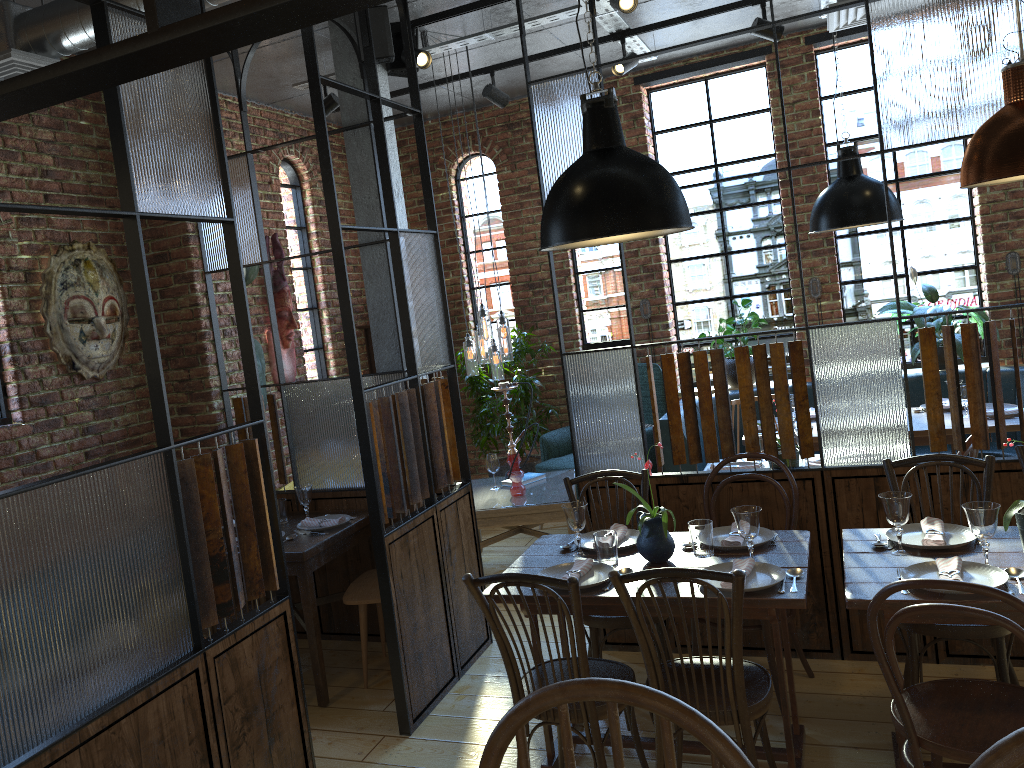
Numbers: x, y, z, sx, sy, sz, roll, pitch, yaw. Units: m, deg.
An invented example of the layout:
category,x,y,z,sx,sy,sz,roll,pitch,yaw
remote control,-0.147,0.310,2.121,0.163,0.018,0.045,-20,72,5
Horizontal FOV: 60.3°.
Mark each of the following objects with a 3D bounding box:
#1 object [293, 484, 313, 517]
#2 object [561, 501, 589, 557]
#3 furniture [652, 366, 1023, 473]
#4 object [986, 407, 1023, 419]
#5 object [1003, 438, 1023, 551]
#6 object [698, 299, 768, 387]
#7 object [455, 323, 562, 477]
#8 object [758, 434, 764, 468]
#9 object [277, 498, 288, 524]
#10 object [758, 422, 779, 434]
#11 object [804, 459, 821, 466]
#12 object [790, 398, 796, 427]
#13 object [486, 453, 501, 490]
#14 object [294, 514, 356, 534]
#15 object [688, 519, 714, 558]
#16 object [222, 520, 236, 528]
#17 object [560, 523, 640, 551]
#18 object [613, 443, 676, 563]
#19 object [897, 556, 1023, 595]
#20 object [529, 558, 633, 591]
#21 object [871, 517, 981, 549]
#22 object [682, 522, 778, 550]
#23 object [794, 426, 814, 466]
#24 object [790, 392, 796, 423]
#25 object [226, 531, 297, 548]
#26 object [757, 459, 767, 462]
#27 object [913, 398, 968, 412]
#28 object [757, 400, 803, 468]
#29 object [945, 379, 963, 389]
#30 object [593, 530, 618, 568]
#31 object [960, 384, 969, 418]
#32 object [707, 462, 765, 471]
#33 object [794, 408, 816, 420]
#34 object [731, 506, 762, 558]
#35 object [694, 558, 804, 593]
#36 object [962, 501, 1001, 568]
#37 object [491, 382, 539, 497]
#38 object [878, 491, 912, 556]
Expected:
category,x,y,z,sx,sy,sz,roll,pitch,yaw
object,-1.045,0.610,4.466,0.103,0.191,0.094,-4,5,43
object,0.245,0.545,3.295,0.094,0.191,0.103,-11,5,-43
furniture,2.393,0.436,5.704,2.701,0.820,1.323,-6,5,23
object,2.832,0.153,5.129,0.279,0.051,0.314,-5,6,26
object,1.542,0.316,2.578,0.194,0.425,0.153,-10,4,-34
object,1.740,-0.316,6.698,0.369,0.661,0.536,-11,5,-44
object,-0.010,0.286,7.035,0.862,1.525,0.724,-7,4,2
object,1.164,0.338,4.141,0.098,0.191,0.099,-8,4,-2
object,-1.200,0.660,4.554,0.081,0.119,0.088,-10,5,-36
object,1.638,0.269,5.636,0.279,0.051,0.314,-5,6,26
object,1.503,0.367,4.089,0.279,0.051,0.314,-5,6,26
object,1.767,0.189,5.539,0.094,0.191,0.103,-10,5,-38
object,-0.120,0.567,5.722,0.087,0.228,0.094,-10,4,-30
object,-0.921,0.675,4.363,0.279,0.051,0.314,-5,6,26
object,0.666,0.542,3.088,0.085,0.119,0.084,-7,4,5
object,-1.372,0.722,4.515,0.279,0.051,0.314,-5,6,26
object,0.357,0.592,3.389,0.337,0.051,0.260,-5,6,26
object,0.477,0.412,3.096,0.228,0.430,0.130,-4,5,41
object,1.285,0.546,2.526,0.337,0.051,0.260,-5,6,26
object,0.233,0.646,3.004,0.337,0.051,0.260,-5,6,26
object,1.371,0.496,2.926,0.337,0.051,0.260,-5,6,26
object,0.791,0.550,3.202,0.337,0.051,0.260,-5,6,26
object,1.395,0.300,4.201,0.096,0.191,0.101,-9,4,-20
object,1.858,0.155,5.763,0.094,0.191,0.103,-10,5,-38
object,-1.199,0.730,4.184,0.337,0.051,0.260,-5,6,26
object,1.264,0.329,4.462,0.086,0.119,0.083,-7,4,12
object,2.700,0.131,5.546,0.337,0.051,0.260,-5,6,26
object,1.182,0.240,3.908,0.133,0.425,0.217,-10,4,-34
object,2.707,0.074,5.380,0.094,0.191,0.103,-10,5,-38
object,0.335,0.585,3.113,0.085,0.119,0.084,-7,4,5
object,2.666,0.099,5.182,0.094,0.191,0.103,-10,5,-38
object,1.079,0.409,4.267,0.279,0.051,0.314,-5,6,26
object,1.970,0.201,5.864,0.337,0.051,0.260,-5,6,26
object,0.784,0.507,2.910,0.103,0.191,0.094,-4,5,43
object,0.736,0.598,2.772,0.337,0.051,0.260,-5,6,26
object,1.395,0.452,2.603,0.096,0.191,0.101,-9,4,-20
object,0.039,0.334,5.419,0.266,0.702,0.165,-7,3,15
object,1.244,0.451,2.838,0.103,0.191,0.094,-4,5,43
